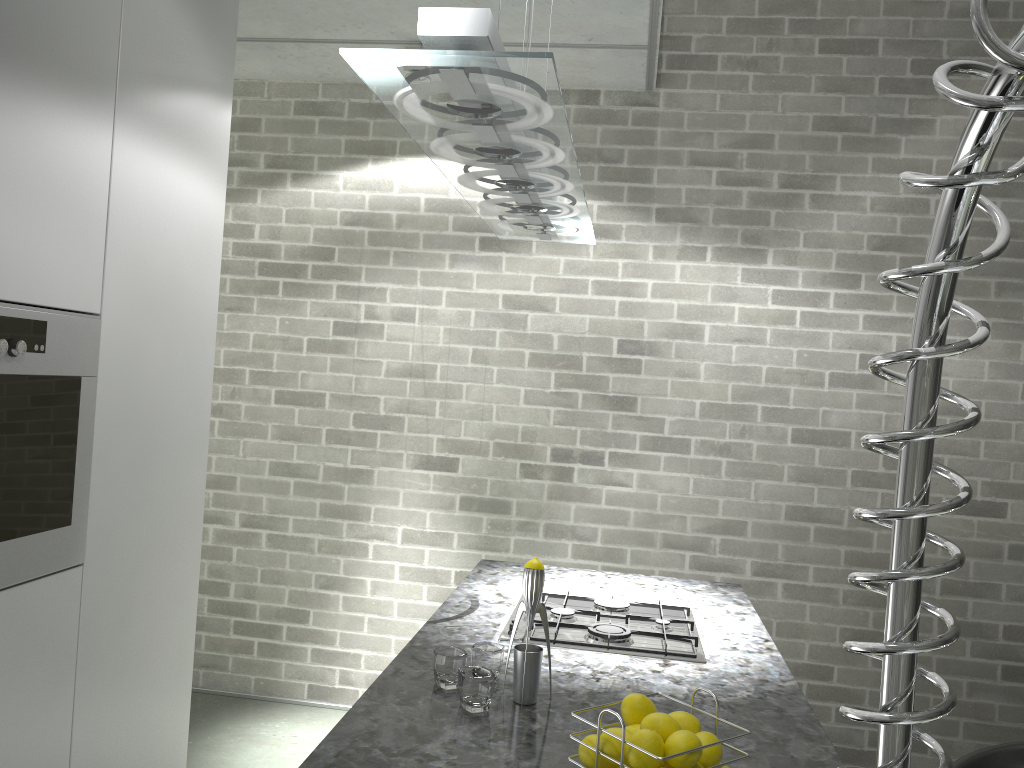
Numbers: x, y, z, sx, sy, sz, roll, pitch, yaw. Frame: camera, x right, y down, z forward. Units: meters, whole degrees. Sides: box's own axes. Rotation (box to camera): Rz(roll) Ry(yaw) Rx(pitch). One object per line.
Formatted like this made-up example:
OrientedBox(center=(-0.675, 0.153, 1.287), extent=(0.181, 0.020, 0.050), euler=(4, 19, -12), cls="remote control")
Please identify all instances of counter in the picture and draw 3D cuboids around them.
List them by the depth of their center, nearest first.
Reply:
OrientedBox(center=(0.014, 1.114, 0.908), extent=(0.900, 0.960, 4.400), euler=(4, 0, 8), cls="counter")

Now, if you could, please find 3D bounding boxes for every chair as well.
OrientedBox(center=(1.034, 1.219, 1.722), extent=(0.464, 0.931, 0.457), euler=(4, 0, -11), cls="chair")

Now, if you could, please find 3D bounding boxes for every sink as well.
OrientedBox(center=(-0.136, 0.394, 0.264), extent=(0.546, 1.023, 0.987), euler=(4, 0, 8), cls="sink")

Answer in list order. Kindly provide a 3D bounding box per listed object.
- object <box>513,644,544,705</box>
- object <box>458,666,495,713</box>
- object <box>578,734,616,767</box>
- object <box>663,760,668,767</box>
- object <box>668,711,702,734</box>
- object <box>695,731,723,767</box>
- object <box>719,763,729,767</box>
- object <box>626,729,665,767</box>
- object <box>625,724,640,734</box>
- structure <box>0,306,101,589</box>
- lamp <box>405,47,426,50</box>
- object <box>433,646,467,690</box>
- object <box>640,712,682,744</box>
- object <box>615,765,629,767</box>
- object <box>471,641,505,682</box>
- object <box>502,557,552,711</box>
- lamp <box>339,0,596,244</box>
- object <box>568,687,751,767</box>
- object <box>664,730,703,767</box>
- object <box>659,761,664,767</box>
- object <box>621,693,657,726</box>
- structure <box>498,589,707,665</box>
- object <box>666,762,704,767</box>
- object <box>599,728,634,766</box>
OrientedBox(center=(0.029, 0.579, 1.767), extent=(0.060, 0.106, 0.060), euler=(4, 0, 1), cls="object")
OrientedBox(center=(-0.071, 0.590, 1.713), extent=(0.063, 0.070, 0.064), euler=(4, 0, -45), cls="object")
OrientedBox(center=(0.129, 0.558, 1.333), extent=(0.060, 0.055, 0.053), euler=(4, 0, 41), cls="object")
OrientedBox(center=(0.248, 0.580, 1.349), extent=(0.062, 0.053, 0.051), euler=(4, 0, 6), cls="object")
OrientedBox(center=(0.263, 0.534, 1.373), extent=(0.063, 0.053, 0.051), euler=(4, 0, 11), cls="object")
OrientedBox(center=(0.287, 0.547, 1.321), extent=(0.053, 0.052, 0.061), euler=(4, 0, 11), cls="object")
OrientedBox(center=(0.310, 0.595, 1.321), extent=(0.052, 0.054, 0.061), euler=(4, 0, -25), cls="object")
OrientedBox(center=(0.190, 0.521, 1.257), extent=(0.057, 0.060, 0.052), euler=(4, 0, -14), cls="object")
OrientedBox(center=(0.194, 0.546, 1.353), extent=(0.061, 0.051, 0.055), euler=(4, 0, -8), cls="object")
OrientedBox(center=(-1.211, 0.158, 2.137), extent=(0.036, 0.680, 0.692), euler=(4, 0, 8), cls="structure")
OrientedBox(center=(-0.386, -1.339, 3.698), extent=(0.109, 0.132, 0.109), euler=(4, 0, -40), cls="lamp")
OrientedBox(center=(-0.129, 0.586, 1.829), extent=(0.063, 0.070, 0.064), euler=(4, 0, -45), cls="object")
OrientedBox(center=(0.221, 0.516, 1.318), extent=(0.063, 0.053, 0.051), euler=(4, 0, -1), cls="object")
OrientedBox(center=(0.159, 0.591, 1.364), extent=(0.062, 0.053, 0.052), euler=(4, 0, 35), cls="object")
OrientedBox(center=(-0.053, 0.591, 1.882), extent=(0.063, 0.070, 0.064), euler=(4, 0, 15), cls="object")
OrientedBox(center=(0.024, 0.488, 1.776), extent=(0.088, 0.288, 0.101), euler=(4, 0, 38), cls="object")
OrientedBox(center=(0.041, -0.909, 1.916), extent=(0.290, 0.964, 1.490), euler=(4, 0, 8), cls="lamp")
OrientedBox(center=(0.218, 0.559, 1.328), extent=(0.207, 0.174, 0.189), euler=(4, 0, -37), cls="object")
OrientedBox(center=(0.242, 0.521, 1.262), extent=(0.063, 0.051, 0.053), euler=(4, 0, -45), cls="object")
OrientedBox(center=(0.196, 0.559, 1.293), extent=(0.051, 0.053, 0.064), euler=(4, 0, 0), cls="object")
OrientedBox(center=(0.200, 0.516, 1.391), extent=(0.059, 0.060, 0.050), euler=(4, 0, -3), cls="object")
OrientedBox(center=(0.246, 0.628, 2.367), extent=(0.500, 0.038, 0.500), euler=(4, 0, 8), cls="structure")
OrientedBox(center=(0.250, 0.567, 1.280), extent=(0.052, 0.053, 0.062), euler=(4, 0, -31), cls="object")
OrientedBox(center=(0.156, 0.531, 1.299), extent=(0.063, 0.051, 0.053), euler=(4, 0, 43), cls="object")
